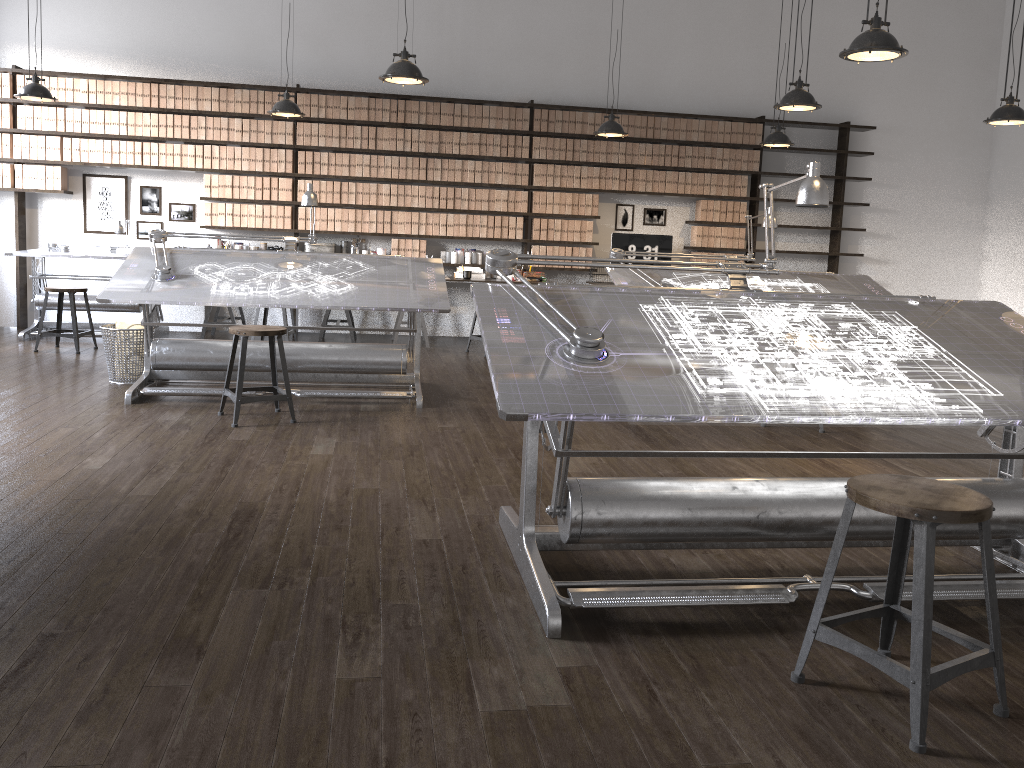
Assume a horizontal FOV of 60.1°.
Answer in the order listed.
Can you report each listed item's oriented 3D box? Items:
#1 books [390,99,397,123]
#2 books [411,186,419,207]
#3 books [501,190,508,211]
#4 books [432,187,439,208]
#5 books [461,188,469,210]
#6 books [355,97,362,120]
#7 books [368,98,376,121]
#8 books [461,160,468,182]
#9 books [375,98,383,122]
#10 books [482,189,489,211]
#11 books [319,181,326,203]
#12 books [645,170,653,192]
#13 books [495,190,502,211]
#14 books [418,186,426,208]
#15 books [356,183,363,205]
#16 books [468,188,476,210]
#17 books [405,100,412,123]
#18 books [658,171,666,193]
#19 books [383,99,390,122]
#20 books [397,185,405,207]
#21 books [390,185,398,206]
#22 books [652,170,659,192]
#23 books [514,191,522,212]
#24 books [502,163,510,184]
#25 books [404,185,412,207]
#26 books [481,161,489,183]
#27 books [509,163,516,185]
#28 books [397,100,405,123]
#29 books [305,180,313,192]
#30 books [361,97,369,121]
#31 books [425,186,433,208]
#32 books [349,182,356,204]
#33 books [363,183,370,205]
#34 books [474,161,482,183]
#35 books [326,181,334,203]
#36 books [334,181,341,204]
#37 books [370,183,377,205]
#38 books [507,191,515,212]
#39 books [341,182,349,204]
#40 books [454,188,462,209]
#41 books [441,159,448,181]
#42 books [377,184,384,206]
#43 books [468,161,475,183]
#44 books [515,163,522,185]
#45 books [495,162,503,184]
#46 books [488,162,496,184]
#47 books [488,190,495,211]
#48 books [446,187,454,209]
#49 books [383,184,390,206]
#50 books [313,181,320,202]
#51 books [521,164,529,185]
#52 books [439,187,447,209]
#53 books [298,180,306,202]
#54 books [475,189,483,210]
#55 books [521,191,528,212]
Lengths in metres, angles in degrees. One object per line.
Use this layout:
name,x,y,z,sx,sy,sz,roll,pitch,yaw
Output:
books,-1.184,-2.715,8.848,0.066,0.224,0.176,1,8,-9
books,-0.986,-1.891,8.973,0.066,0.224,0.175,1,8,-9
books,-0.088,-1.875,9.110,0.067,0.224,0.176,1,8,-9
books,-0.781,-1.888,9.006,0.066,0.224,0.176,1,8,-9
books,-0.488,-1.882,9.049,0.066,0.224,0.175,1,8,-9
books,-1.527,-2.721,8.793,0.066,0.224,0.176,1,8,-9
books,-1.394,-2.718,8.814,0.066,0.224,0.176,1,8,-9
books,-0.486,-2.157,9.019,0.066,0.224,0.176,1,8,-9
books,-1.324,-2.717,8.825,0.066,0.224,0.175,1,8,-9
books,-0.281,-1.878,9.079,0.067,0.224,0.176,1,8,-9
books,-1.882,-1.907,8.835,0.066,0.224,0.176,1,8,-9
books,1.420,-2.129,9.313,0.066,0.224,0.175,1,8,-9
books,-0.154,-1.877,9.102,0.066,0.224,0.176,1,8,-9
books,-0.914,-1.890,8.981,0.066,0.224,0.176,1,8,-9
books,-1.530,-1.901,8.891,0.066,0.224,0.175,1,8,-9
books,-0.419,-1.882,9.064,0.066,0.224,0.175,1,8,-9
books,-1.037,-2.712,8.871,0.066,0.224,0.176,1,8,-9
books,1.557,-2.127,9.336,0.066,0.224,0.176,1,8,-9
books,-1.254,-2.715,8.832,0.066,0.224,0.175,1,8,-9
books,-1.124,-1.894,8.953,0.066,0.224,0.176,1,8,-9
books,-1.193,-1.895,8.939,0.067,0.224,0.176,1,8,-9
books,1.488,-2.128,9.327,0.066,0.224,0.175,1,8,-9
books,0.050,-1.874,9.137,0.066,0.224,0.175,1,8,-9
books,-0.073,-2.148,9.078,0.066,0.224,0.176,1,8,-9
books,-1.056,-1.893,8.966,0.066,0.224,0.175,1,8,-9
books,-0.283,-2.153,9.051,0.066,0.224,0.176,1,8,-9
books,-0.007,-2.147,9.089,0.067,0.224,0.176,1,8,-9
books,-1.109,-2.713,8.854,0.067,0.224,0.176,1,8,-9
books,-2.015,-1.909,8.810,0.066,0.224,0.176,1,8,-9
books,-1.460,-2.718,8.798,0.067,0.224,0.176,1,8,-9
books,-0.843,-1.888,8.992,0.067,0.224,0.176,1,8,-9
books,-1.600,-1.902,8.876,0.066,0.224,0.175,1,8,-9
books,-1.460,-1.900,8.902,0.066,0.224,0.176,1,8,-9
books,-0.352,-2.154,9.037,0.067,0.224,0.176,1,8,-9
books,-1.818,-1.907,8.847,0.066,0.224,0.176,1,8,-9
books,-1.744,-1.904,8.853,0.067,0.224,0.176,1,8,-9
books,-1.393,-1.898,8.907,0.067,0.224,0.176,1,8,-9
books,-0.019,-1.875,9.125,0.066,0.224,0.176,1,8,-9
books,-1.671,-1.904,8.870,0.066,0.224,0.176,1,8,-9
books,-0.559,-1.884,9.043,0.066,0.224,0.176,1,8,-9
books,-0.689,-2.160,8.989,0.066,0.224,0.175,1,8,-9
books,-1.327,-1.898,8.921,0.066,0.224,0.176,1,8,-9
books,-0.423,-2.155,9.027,0.066,0.224,0.176,1,8,-9
books,0.055,-2.147,9.103,0.066,0.224,0.176,1,8,-9
books,-0.145,-2.150,9.071,0.066,0.224,0.175,1,8,-9
books,-0.214,-2.152,9.064,0.066,0.224,0.175,1,8,-9
books,-0.216,-1.878,9.094,0.066,0.224,0.176,1,8,-9
books,-0.632,-1.885,9.026,0.067,0.224,0.176,1,8,-9
books,-1.265,-1.896,8.930,0.066,0.224,0.176,1,8,-9
books,-1.944,-1.908,8.821,0.067,0.224,0.176,1,8,-9
books,0.124,-2.146,9.114,0.066,0.224,0.176,1,8,-9
books,-0.706,-1.887,9.020,0.066,0.224,0.176,1,8,-9
books,-2.088,-1.911,8.802,0.066,0.224,0.175,1,8,-9
books,-0.349,-1.881,9.075,0.066,0.224,0.176,1,8,-9
books,0.115,-1.871,9.141,0.067,0.224,0.176,1,8,-9
